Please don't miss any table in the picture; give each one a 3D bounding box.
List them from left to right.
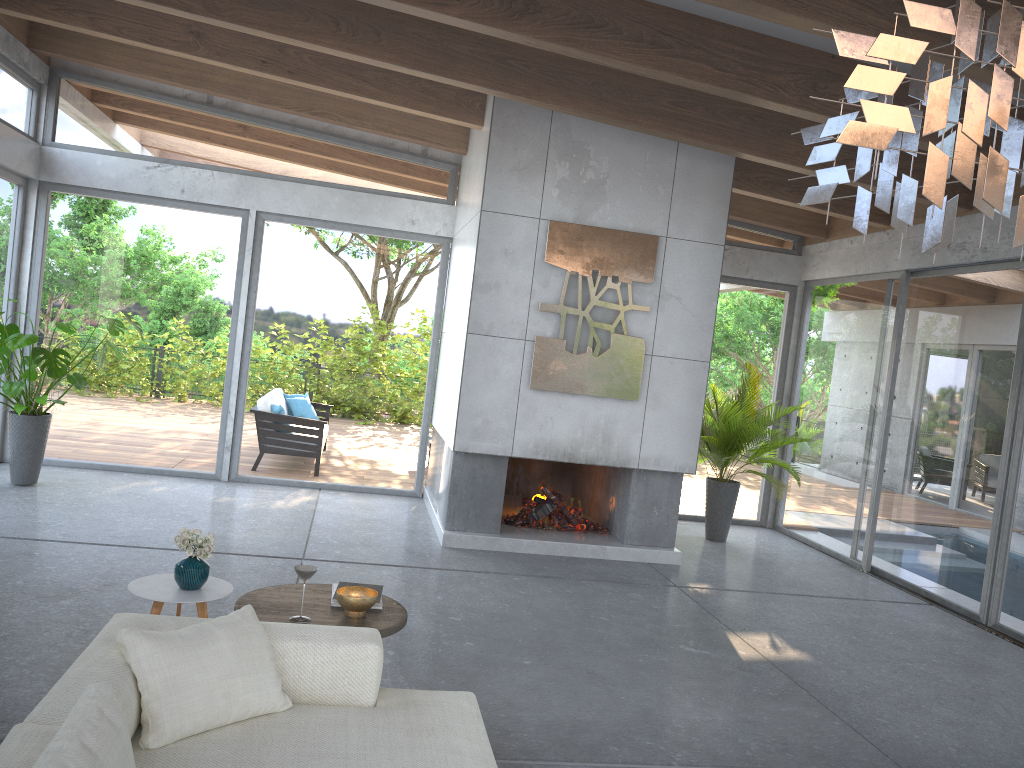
[{"bbox_3d":[-0.833,1.173,3.794,0.725,0.441,0.725,9,3,42],"label":"table"}]

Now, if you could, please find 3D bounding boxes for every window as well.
[{"bbox_3d":[1.687,-0.107,1.669,14.294,3.764,23.280,6,2,-10],"label":"window"}]

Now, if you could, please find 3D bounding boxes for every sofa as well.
[{"bbox_3d":[-0.238,1.243,1.616,1.965,0.777,3.733,6,2,-10],"label":"sofa"}]

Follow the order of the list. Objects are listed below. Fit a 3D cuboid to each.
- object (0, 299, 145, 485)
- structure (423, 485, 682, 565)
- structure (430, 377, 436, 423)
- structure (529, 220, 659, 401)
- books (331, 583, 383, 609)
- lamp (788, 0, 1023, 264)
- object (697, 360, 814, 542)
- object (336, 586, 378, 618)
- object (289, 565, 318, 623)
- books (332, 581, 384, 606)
[{"bbox_3d":[-4.122,0.064,7.604,1.416,1.540,1.731,7,2,9],"label":"object"},{"bbox_3d":[0.271,1.055,8.311,2.012,0.595,2.203,6,2,-10],"label":"structure"},{"bbox_3d":[-3.729,0.504,9.507,15.587,3.022,31.708,8,3,31],"label":"structure"},{"bbox_3d":[0.663,-0.580,7.139,0.919,1.351,0.041,6,2,-10],"label":"structure"},{"bbox_3d":[-0.697,0.952,3.982,0.220,0.015,0.303,6,2,-11],"label":"books"},{"bbox_3d":[0.885,-0.938,1.670,0.862,1.400,0.636,8,3,37],"label":"lamp"},{"bbox_3d":[2.121,0.631,8.703,1.484,1.819,1.798,7,2,-3],"label":"object"},{"bbox_3d":[-0.657,0.925,3.742,0.173,0.097,0.173,5,3,-31],"label":"object"},{"bbox_3d":[-0.846,0.850,3.592,0.099,0.212,0.099,8,2,21],"label":"object"},{"bbox_3d":[-0.688,0.939,3.980,0.205,0.012,0.290,7,2,-5],"label":"books"}]
